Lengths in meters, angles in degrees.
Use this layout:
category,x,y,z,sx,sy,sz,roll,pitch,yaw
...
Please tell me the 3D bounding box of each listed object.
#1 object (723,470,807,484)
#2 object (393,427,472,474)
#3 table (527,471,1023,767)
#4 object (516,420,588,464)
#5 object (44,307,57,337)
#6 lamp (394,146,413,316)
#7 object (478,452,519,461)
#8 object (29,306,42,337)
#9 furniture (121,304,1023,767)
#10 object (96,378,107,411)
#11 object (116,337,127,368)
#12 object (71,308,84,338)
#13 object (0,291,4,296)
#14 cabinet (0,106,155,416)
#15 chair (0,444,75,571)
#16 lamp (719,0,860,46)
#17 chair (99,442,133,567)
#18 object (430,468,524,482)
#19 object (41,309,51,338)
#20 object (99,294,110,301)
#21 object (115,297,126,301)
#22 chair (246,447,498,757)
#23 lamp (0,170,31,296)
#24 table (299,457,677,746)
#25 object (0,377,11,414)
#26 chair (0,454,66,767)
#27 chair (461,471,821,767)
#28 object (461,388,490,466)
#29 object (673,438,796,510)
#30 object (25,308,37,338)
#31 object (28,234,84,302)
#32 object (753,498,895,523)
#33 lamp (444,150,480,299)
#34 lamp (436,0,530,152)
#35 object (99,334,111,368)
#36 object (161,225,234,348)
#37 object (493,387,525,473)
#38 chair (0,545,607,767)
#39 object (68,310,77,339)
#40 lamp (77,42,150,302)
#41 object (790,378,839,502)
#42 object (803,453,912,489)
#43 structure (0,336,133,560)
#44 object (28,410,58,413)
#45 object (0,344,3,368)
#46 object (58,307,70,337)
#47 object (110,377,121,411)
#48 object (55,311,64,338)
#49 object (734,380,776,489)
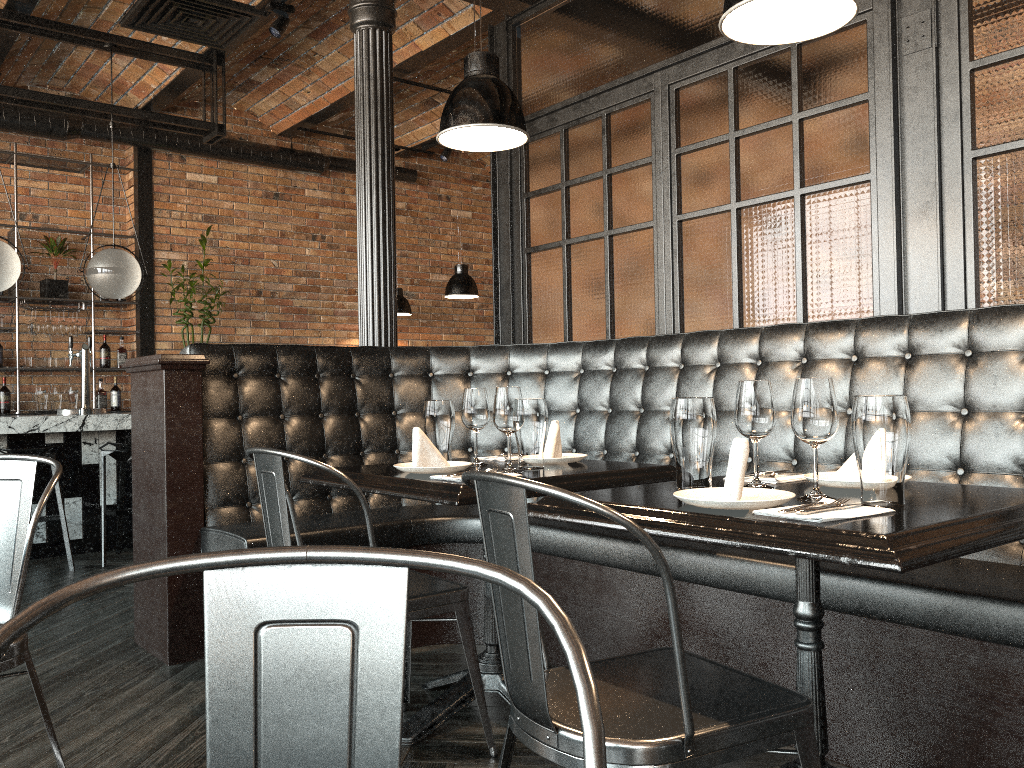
category,x,y,z,sx,sy,sz,roll,pitch,yaw
object,0.636,0.228,2.199,0.255,0.019,0.157,-1,-1,-38
object,-0.235,0.194,2.626,0.232,0.139,0.232,-1,-1,10
table,0.631,0.612,1.878,0.872,0.758,0.872,-1,-1,-39
object,0.130,0.190,2.899,0.232,0.139,0.232,-1,-1,9
object,-3.797,-0.512,7.297,0.092,0.244,0.092,-1,-1,1
lamp,-1.139,-1.505,8.717,0.291,1.653,0.291,-1,-1,26
object,-0.021,0.250,3.070,0.255,0.019,0.157,0,-1,-43
object,-3.883,-0.511,7.228,0.092,0.244,0.092,-1,-1,1
furniture,0.888,0.383,2.106,1.979,1.212,5.451,-1,-1,-39
object,-3.530,0.093,7.611,0.083,0.282,0.083,-2,-1,36
object,-3.399,-0.272,7.726,0.083,0.282,0.083,-1,-1,-29
object,-3.639,-0.513,7.424,0.092,0.244,0.092,-1,-1,1
object,-4.148,-0.843,7.146,0.086,0.297,0.086,-1,-1,10
cabinet,-5.916,-0.670,5.675,7.075,3.779,0.564,-1,-1,-39
chair,-2.858,0.725,5.205,0.475,0.737,0.414,-1,-1,-34
lamp,0.582,-1.614,1.929,0.291,1.653,0.291,-1,-1,6
chair,-2.402,0.720,5.569,0.475,0.737,0.414,0,-1,-44
object,-0.082,0.244,2.417,0.255,0.019,0.157,-1,-1,-38
object,-3.900,-0.508,7.426,0.092,0.244,0.092,-1,-1,1
object,-3.515,-0.842,7.648,0.083,0.282,0.083,-1,-1,-24
object,-3.423,-0.851,7.757,0.086,0.298,0.086,-1,-1,15
chair,-0.410,0.588,2.420,0.558,0.857,0.504,-1,-1,-39
lamp,-3.279,-1.425,5.557,0.340,1.754,0.340,-1,-1,7
table,-0.058,0.635,2.740,0.872,0.758,0.872,-1,-1,-39
object,-4.098,0.090,7.162,0.086,0.299,0.086,-1,-1,10
chair,-1.302,0.599,1.918,0.504,0.857,0.558,-1,-1,16
chair,0.218,0.566,1.539,0.558,0.857,0.504,-1,-1,-29
object,-0.114,0.135,2.805,0.092,0.244,0.092,-1,-1,-22
object,0.433,0.171,1.737,0.232,0.139,0.232,-2,-1,36
object,-3.986,-0.508,7.357,0.092,0.244,0.092,-1,-1,1
object,-3.790,-0.977,7.388,0.398,0.560,0.374,-1,-1,24
object,0.574,0.222,1.599,0.255,0.019,0.157,-1,-1,-33
lamp,-0.425,-1.535,7.243,0.291,1.653,0.291,-1,-1,6
lamp,-0.106,-1.591,2.790,0.291,1.653,0.291,-1,-1,6
object,-3.507,-0.280,7.644,0.086,0.299,0.086,-1,-1,10
object,-2.690,-0.557,7.592,0.584,1.546,0.673,-1,-1,0
object,-0.009,0.130,2.544,0.092,0.244,0.092,-2,-1,35
chair,-0.170,0.561,0.470,0.504,0.857,0.558,-1,-1,1
object,-3.742,-0.510,7.552,0.092,0.244,0.092,-1,-1,1
lamp,-2.706,-1.430,6.014,0.340,1.754,0.340,-1,-1,7
object,0.610,0.110,1.785,0.092,0.244,0.092,-1,-1,12
object,0.791,0.168,2.037,0.232,0.139,0.232,-1,-1,23
structure,-4.118,0.408,5.625,5.346,1.430,1.930,-1,-1,-39
object,-3.761,0.226,7.353,0.437,0.019,0.273,-1,-1,-39
object,-4.150,-0.271,7.143,0.086,0.298,0.086,-1,-1,10
object,-3.720,-0.513,7.359,0.092,0.244,0.092,-1,-1,1
object,-3.441,0.085,7.700,0.086,0.298,0.086,-1,-1,10
object,-3.823,-0.509,7.488,0.092,0.244,0.092,-1,-1,1
object,0.552,0.114,2.010,0.092,0.244,0.092,-1,-1,-22
